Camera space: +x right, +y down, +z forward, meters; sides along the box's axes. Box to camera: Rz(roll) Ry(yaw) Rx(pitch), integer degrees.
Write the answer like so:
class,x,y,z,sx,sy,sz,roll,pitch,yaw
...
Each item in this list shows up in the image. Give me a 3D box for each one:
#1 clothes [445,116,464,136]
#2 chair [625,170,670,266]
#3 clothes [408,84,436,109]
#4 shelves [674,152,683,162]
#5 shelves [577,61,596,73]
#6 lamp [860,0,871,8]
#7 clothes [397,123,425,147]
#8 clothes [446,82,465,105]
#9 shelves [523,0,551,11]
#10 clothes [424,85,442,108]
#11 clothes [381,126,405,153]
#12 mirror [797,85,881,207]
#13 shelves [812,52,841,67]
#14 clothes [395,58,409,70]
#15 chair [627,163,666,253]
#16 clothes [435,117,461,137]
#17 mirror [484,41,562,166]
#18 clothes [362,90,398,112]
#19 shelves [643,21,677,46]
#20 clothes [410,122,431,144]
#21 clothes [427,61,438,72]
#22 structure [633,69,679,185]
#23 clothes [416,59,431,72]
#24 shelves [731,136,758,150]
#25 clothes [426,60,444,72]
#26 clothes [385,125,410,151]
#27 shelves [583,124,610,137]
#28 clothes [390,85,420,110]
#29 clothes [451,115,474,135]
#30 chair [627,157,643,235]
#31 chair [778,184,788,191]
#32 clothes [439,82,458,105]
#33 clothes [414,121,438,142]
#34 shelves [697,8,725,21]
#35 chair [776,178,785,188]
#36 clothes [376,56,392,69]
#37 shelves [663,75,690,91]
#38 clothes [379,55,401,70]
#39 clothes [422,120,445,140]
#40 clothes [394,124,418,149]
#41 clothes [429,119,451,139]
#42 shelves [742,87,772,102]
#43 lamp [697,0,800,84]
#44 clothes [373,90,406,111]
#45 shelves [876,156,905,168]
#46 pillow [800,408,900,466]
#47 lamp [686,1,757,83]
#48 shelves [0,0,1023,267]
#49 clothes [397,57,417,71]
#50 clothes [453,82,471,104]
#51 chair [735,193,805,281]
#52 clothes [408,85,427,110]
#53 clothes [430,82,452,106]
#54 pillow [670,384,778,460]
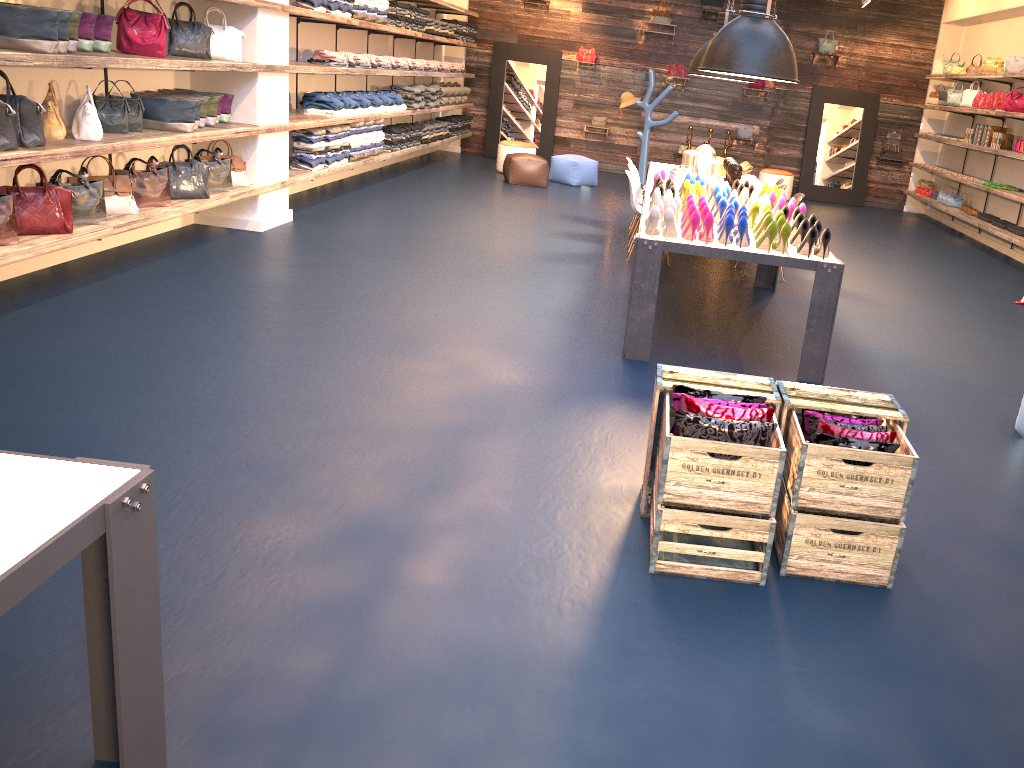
class,x,y,z,sx,sy,sz,roll,pitch,yaw
clothes,-0.964,-4.126,13.849,0.374,0.292,0.321,4,18,-8
chair,1.286,-1.567,8.142,0.544,0.783,0.477,6,17,2
clothes,-1.247,-3.948,11.924,0.382,0.296,0.352,4,19,-8
shelves,3.019,-3.885,14.994,0.452,0.153,0.251,8,19,0
shelves,1.243,-5.328,14.593,0.304,0.153,0.252,8,19,2
lamp,5.331,-5.836,13.144,0.197,0.320,0.225,-9,23,-40
clothes,-1.369,-3.317,11.517,0.345,0.292,0.320,10,18,9
clothes,-0.956,-4.628,13.794,0.330,0.334,0.410,10,19,10
shelves,0.394,-6.271,14.332,0.452,0.153,0.251,8,19,0
clothes,-1.193,-4.083,12.287,0.400,0.310,0.358,3,19,-10
clothes,-1.521,-2.987,10.570,0.366,0.292,0.338,8,18,5
mirror,5.608,-4.082,14.927,1.157,1.876,0.272,6,16,-1
shelves,5.251,-5.432,14.536,0.452,0.173,0.251,7,19,0
clothes,-1.483,-4.024,10.895,0.335,0.155,0.341,16,21,23
chair,1.399,-1.790,8.785,0.532,0.783,0.487,9,17,10
clothes,-1.008,-4.015,13.534,0.366,0.292,0.338,8,18,5
mirror,0.188,-4.756,14.772,1.157,1.876,0.272,6,16,-1
clothes,-1.626,-3.383,10.355,0.407,0.235,0.457,13,20,18
shelves,2.446,-5.829,14.441,0.559,0.309,0.250,7,18,0
clothes,-1.350,-3.471,12.002,0.404,0.245,0.365,11,19,12
clothes,-1.239,-4.513,12.304,0.335,0.155,0.341,16,21,23
structure,2.210,-4.116,13.941,0.909,1.768,0.187,15,19,27
clothes,-1.280,-4.386,11.930,0.322,0.151,0.358,7,20,-2
shelves,3.980,-4.127,14.920,0.452,0.179,0.251,7,19,0
clothes,-1.159,-4.628,12.626,0.322,0.151,0.358,7,20,-2
clothes,-1.478,-3.098,10.885,0.374,0.292,0.321,4,18,-8
shelves,1.442,-4.341,14.877,0.452,0.140,0.251,8,19,0
clothes,-1.379,-3.684,11.161,0.382,0.296,0.352,4,19,-8
clothes,-0.884,-4.292,14.326,0.362,0.292,0.669,9,20,7
chair,1.471,-2.021,9.435,0.544,0.783,0.477,6,17,2
chair,2.461,-1.654,8.804,0.544,0.783,0.477,6,17,2
clothes,-1.030,-4.480,13.368,0.330,0.334,0.410,10,19,10
clothes,-1.283,-3.603,12.384,0.417,0.245,0.355,7,19,0
shelves,3.282,-6.081,14.365,0.452,0.174,0.251,7,19,0
chair,2.635,-1.868,9.445,0.541,0.783,0.480,7,17,4
clothes,-1.603,-3.783,10.199,0.335,0.155,0.341,16,21,23
shelves,2.759,-5.080,14.653,0.452,0.206,0.251,7,18,0
clothes,-1.524,-3.898,10.520,0.322,0.151,0.358,7,20,-2
clothes,-1.214,-3.743,12.787,0.404,0.245,0.365,11,19,12
clothes,-1.423,-3.207,11.201,0.351,0.292,0.314,8,18,3
clothes,-1.147,-3.876,13.169,0.417,0.245,0.355,7,19,0
shelves,4.133,-4.904,14.718,0.495,0.180,0.206,7,18,0
lamp,1.653,-2.844,5.638,0.714,1.610,0.701,4,17,-5
clothes,-1.558,-3.517,10.743,0.423,0.235,0.440,8,19,3
shelves,6.528,-3.816,14.994,0.452,0.153,0.251,8,19,0
pillow,1.219,0.242,3.233,0.308,0.312,0.471,8,19,4
lamp,2.105,-3.753,8.256,0.653,1.610,0.762,19,21,38
shelves,1.670,-1.807,6.669,8.596,2.174,17.335,9,20,5
clothes,-1.403,-4.139,11.217,0.322,0.151,0.358,7,20,-2
clothes,-0.883,-4.776,14.220,0.330,0.334,0.410,10,19,10
chair,2.412,-1.419,8.153,0.552,0.783,0.470,5,17,-3
clothes,-1.325,-3.819,11.525,0.400,0.310,0.358,3,19,-10
clothes,-1.104,-4.333,12.941,0.330,0.334,0.410,10,19,10
pillow,0.733,0.184,3.115,0.356,0.341,0.449,8,19,4
